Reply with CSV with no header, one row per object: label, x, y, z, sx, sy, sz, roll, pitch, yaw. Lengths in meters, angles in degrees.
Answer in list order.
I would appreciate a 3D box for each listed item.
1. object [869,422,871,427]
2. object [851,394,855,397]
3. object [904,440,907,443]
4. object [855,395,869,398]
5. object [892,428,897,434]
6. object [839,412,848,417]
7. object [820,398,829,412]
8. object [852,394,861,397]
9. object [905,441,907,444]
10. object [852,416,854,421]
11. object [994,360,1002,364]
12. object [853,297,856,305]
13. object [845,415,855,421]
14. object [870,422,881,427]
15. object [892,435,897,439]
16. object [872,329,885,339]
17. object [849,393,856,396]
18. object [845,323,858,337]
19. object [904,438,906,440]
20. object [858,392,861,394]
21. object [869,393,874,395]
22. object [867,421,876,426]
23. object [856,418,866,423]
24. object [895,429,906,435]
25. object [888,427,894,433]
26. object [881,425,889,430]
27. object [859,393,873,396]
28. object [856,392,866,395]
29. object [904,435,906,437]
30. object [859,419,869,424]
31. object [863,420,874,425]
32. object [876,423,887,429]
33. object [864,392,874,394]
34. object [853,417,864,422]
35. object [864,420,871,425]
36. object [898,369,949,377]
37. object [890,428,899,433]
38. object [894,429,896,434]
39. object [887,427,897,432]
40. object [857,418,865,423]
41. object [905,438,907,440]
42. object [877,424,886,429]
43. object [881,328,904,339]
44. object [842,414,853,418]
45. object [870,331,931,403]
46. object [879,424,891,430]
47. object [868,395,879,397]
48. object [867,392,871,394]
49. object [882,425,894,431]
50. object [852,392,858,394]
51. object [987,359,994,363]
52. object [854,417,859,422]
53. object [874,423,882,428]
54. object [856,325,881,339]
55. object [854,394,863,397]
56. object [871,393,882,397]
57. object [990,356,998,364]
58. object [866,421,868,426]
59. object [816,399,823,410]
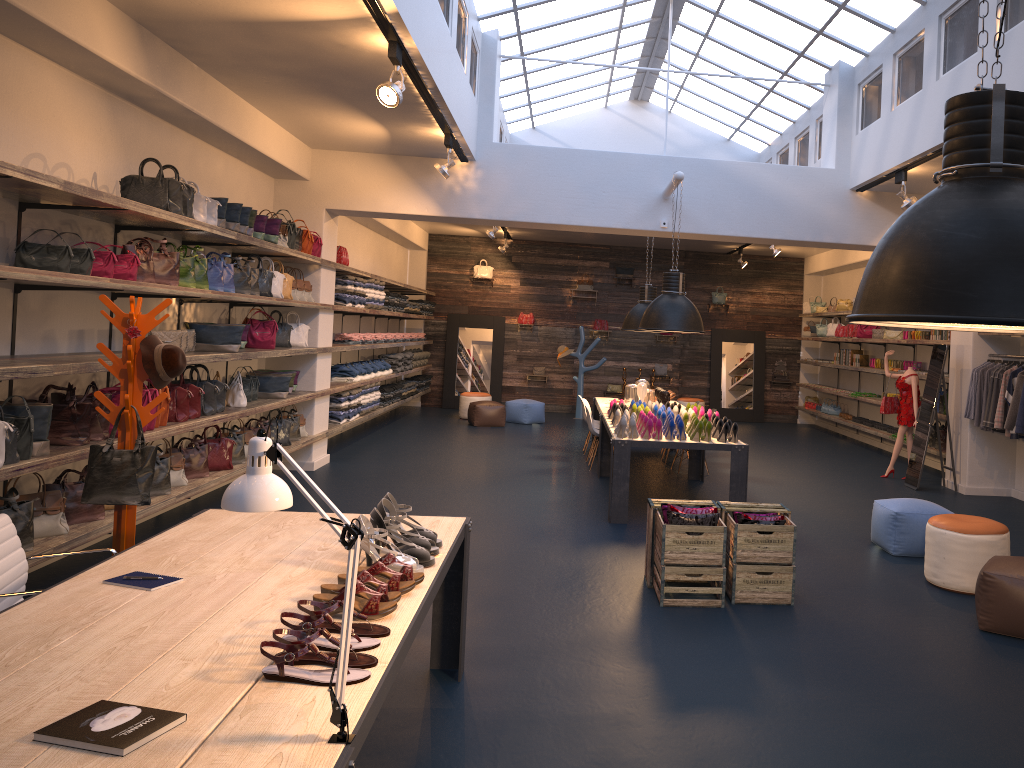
object,5.964,0.663,14.300,0.188,0.088,0.065,3,1,-4
object,5.837,0.190,14.695,0.240,0.058,0.081,3,2,-9
object,5.673,0.809,12.351,0.240,0.058,0.081,3,2,-9
object,5.807,0.206,14.422,0.240,0.058,0.081,3,2,-9
object,5.901,0.724,13.275,0.177,0.088,0.069,4,1,20
object,6.103,0.570,15.915,0.207,0.083,0.242,4,3,11
object,6.126,0.409,16.984,0.187,0.280,0.063,4,0,29
object,5.818,0.195,14.603,0.240,0.058,0.081,3,2,-9
object,5.654,0.814,12.259,0.240,0.058,0.081,3,2,-9
object,6.014,0.614,15.130,0.188,0.088,0.065,3,1,-4
object,5.635,-0.238,10.057,0.437,0.220,0.010,3,-1,-6
object,5.989,-1.374,14.907,0.254,0.230,0.085,5,1,42
object,6.014,0.598,15.392,0.219,0.083,0.228,3,3,-11
object,5.960,0.667,14.231,0.188,0.088,0.065,3,1,-4
object,5.700,0.783,12.793,0.240,0.058,0.081,3,2,-9
object,5.939,-0.811,14.031,0.112,0.175,0.247,3,2,-38
object,5.835,0.184,14.788,0.240,0.058,0.081,3,2,-9
object,5.930,-0.931,15.124,0.145,0.250,0.297,3,2,-27
object,5.671,0.803,12.444,0.240,0.058,0.081,3,2,-9
object,5.916,0.170,14.656,0.235,0.068,0.084,3,2,2
object,6.054,0.182,14.585,0.252,0.073,0.079,1,2,-27
object,5.968,0.659,14.367,0.188,0.088,0.065,3,1,-4
object,6.001,0.626,14.923,0.188,0.088,0.065,3,1,-4
object,5.894,0.732,13.139,0.175,0.088,0.070,4,1,26
object,5.910,0.716,13.415,0.180,0.088,0.068,4,1,11
object,5.931,0.695,13.764,0.172,0.088,0.071,5,2,35
object,5.904,0.180,14.474,0.235,0.067,0.085,3,2,2
object,5.884,0.172,14.567,0.235,0.064,0.086,3,2,2
object,5.746,0.765,12.665,0.235,0.064,0.086,3,2,2
object,5.994,0.634,14.787,0.188,0.088,0.065,3,1,-4
object,5.980,0.647,14.575,0.188,0.088,0.065,3,1,-4
object,5.944,0.683,13.971,0.174,0.088,0.070,4,1,26
object,6.067,0.169,14.791,0.219,0.053,0.091,5,3,29
object,6.011,0.618,15.063,0.188,0.088,0.065,3,1,-4
object,5.977,0.651,14.507,0.188,0.088,0.065,3,1,-4
object,5.871,-0.153,12.164,0.484,0.060,1.515,3,4,2
object,5.906,0.720,13.345,0.177,0.088,0.069,4,1,20
object,5.898,0.728,13.207,0.176,0.088,0.069,4,1,22
object,5.914,0.712,13.482,0.180,0.088,0.068,4,1,13
object,5.997,0.630,14.856,0.188,0.088,0.065,3,1,-4
object,5.729,0.781,12.406,0.237,0.063,0.083,3,2,0
object,5.941,0.687,13.902,0.173,0.088,0.070,5,2,29
object,5.903,-0.778,13.496,0.335,0.175,0.249,5,3,41
object,6.070,0.584,15.654,0.219,0.083,0.227,3,3,-11
object,5.994,-0.249,13.465,0.456,1.135,2.679,3,3,3
object,5.936,0.691,13.831,0.173,0.088,0.070,5,2,29
object,5.978,0.214,14.440,0.240,0.058,0.081,3,2,-9
object,6.086,0.179,14.673,0.247,0.075,0.079,2,2,-19
object,5.927,0.699,13.697,0.172,0.088,0.071,5,2,40
object,5.894,0.162,14.748,0.237,0.063,0.083,3,2,0
object,5.643,-0.248,10.244,0.437,0.220,0.010,3,-1,-6
object,6.006,0.622,14.994,0.188,0.088,0.065,3,1,-4
object,5.949,0.679,14.038,0.176,0.088,0.069,4,1,22
object,5.980,-0.922,14.574,0.356,0.337,0.291,3,1,-13
object,5.826,0.201,14.514,0.240,0.058,0.081,3,2,-9
object,6.076,0.188,14.492,0.252,0.067,0.079,2,2,-26
object,5.639,-0.244,10.177,0.437,0.220,0.010,3,-1,-6
object,5.973,0.655,14.438,0.188,0.088,0.065,3,1,-4
object,6.143,0.392,17.260,0.187,0.280,0.063,4,0,29
